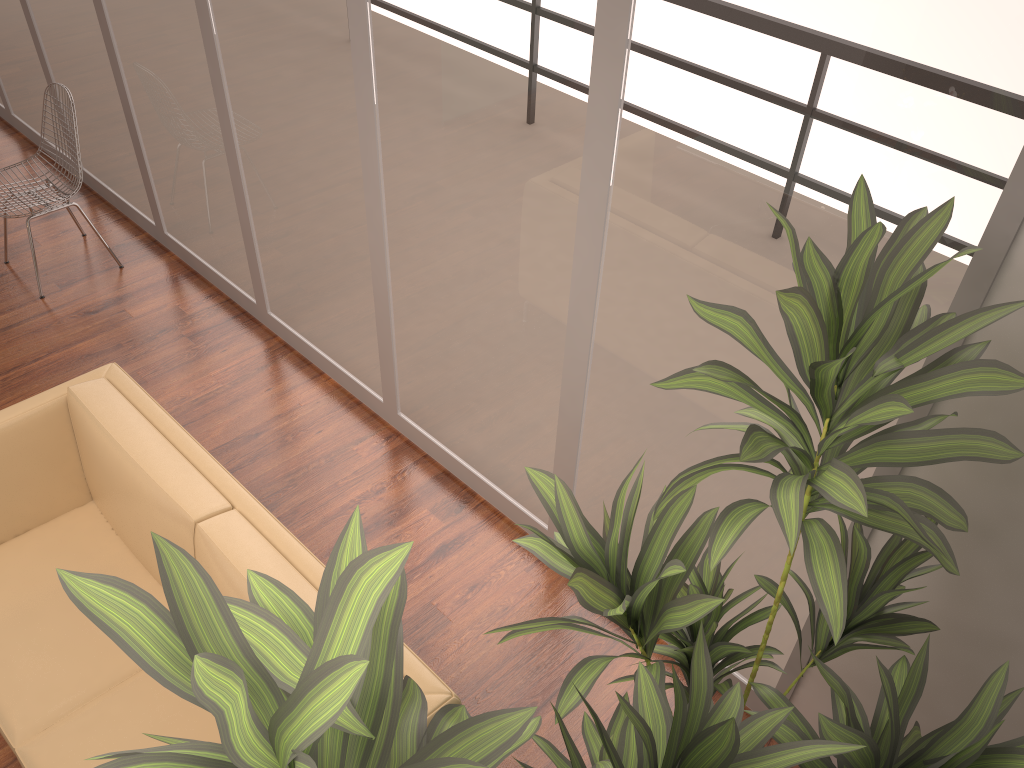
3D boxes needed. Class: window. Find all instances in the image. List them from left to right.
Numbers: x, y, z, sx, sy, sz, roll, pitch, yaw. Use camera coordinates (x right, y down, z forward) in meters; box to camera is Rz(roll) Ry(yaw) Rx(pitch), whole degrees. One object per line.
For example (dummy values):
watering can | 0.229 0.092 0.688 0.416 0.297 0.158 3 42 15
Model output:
window | -1.913 -2.054 3.828 8.373 3.442 0.060 34 51 30

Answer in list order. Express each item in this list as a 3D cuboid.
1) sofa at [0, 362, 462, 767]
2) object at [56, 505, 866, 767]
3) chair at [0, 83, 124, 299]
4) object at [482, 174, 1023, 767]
sofa | -1.068 0.810 2.637 0.856 0.879 1.762 -33 53 -33
object | 0.038 1.006 1.481 1.064 2.208 0.935 -21 47 -23
chair | -2.436 -1.015 4.555 0.546 0.945 0.531 -32 52 -32
object | 0.512 0.711 1.830 0.956 2.208 1.041 -17 46 -20
